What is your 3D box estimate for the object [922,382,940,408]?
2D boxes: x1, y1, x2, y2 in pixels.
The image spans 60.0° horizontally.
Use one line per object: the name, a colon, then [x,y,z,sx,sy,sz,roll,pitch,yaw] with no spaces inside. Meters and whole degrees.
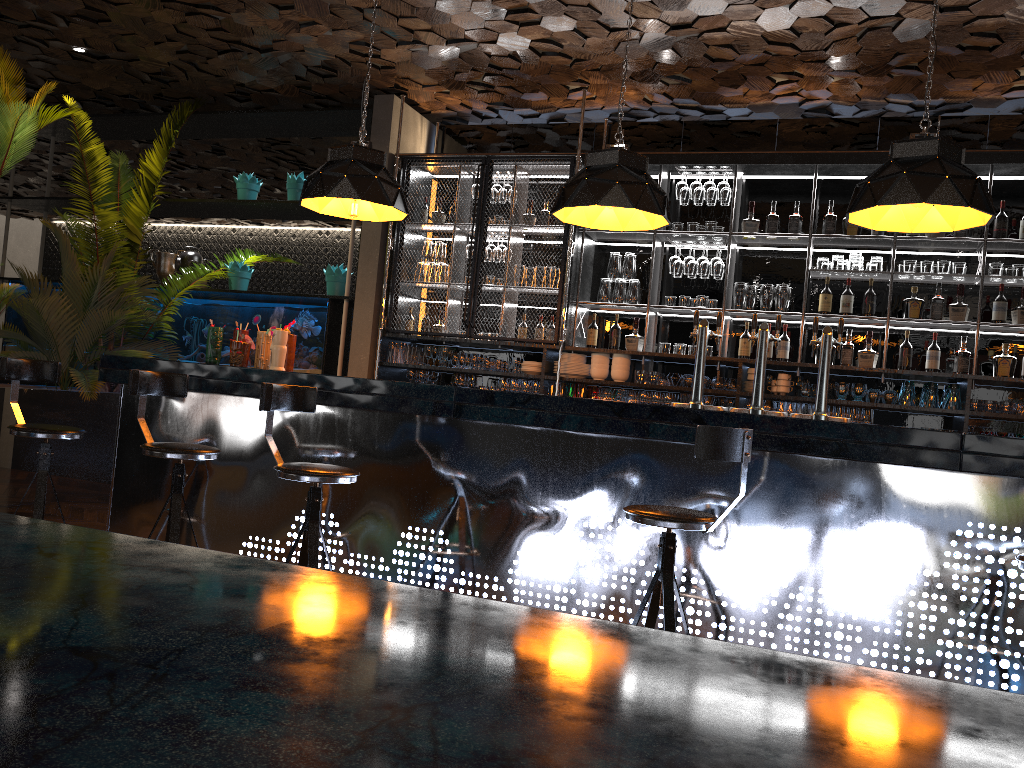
object: [2.833,0.074,5.984,0.115,0.172,0.101,5,-1,5]

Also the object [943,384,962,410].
object: [2.960,0.086,5.947,0.115,0.172,0.101,6,-1,-40]

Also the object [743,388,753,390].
object: [1.768,0.048,6.497,0.149,0.023,0.149,6,-1,-11]

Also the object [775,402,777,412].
object: [1.923,0.242,6.635,0.108,0.227,0.108,6,-1,-34]

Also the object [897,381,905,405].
object: [2.739,0.068,6.157,0.115,0.172,0.101,5,-1,30]

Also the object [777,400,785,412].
object: [1.926,0.235,6.362,0.058,0.234,0.058,6,-1,-27]

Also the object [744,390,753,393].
object: [1.766,0.058,6.497,0.149,0.022,0.149,6,-1,-11]

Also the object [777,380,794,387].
object: [1.969,0.006,6.414,0.106,0.069,0.094,6,-1,-29]

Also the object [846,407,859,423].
object: [2.380,0.278,6.211,0.091,0.229,0.091,6,-1,-43]

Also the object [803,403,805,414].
object: [2.093,0.253,6.427,0.049,0.231,0.049,6,-1,-33]

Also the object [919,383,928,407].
object: [2.872,0.080,6.106,0.115,0.172,0.101,6,-1,-40]

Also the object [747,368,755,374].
object: [1.771,-0.083,6.500,0.094,0.069,0.106,5,-1,26]

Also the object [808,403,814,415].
object: [2.113,0.253,6.284,0.049,0.231,0.049,5,-1,15]

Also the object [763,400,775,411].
object: [1.839,0.231,6.410,0.108,0.227,0.108,6,-1,-10]

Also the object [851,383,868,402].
object: [2.425,0.062,6.199,0.108,0.126,0.108,6,-1,-36]

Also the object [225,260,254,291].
object: [-2.509,-0.987,8.137,0.265,0.325,0.245,6,-1,-16]

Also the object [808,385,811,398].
object: [2.152,0.054,6.433,0.058,0.099,0.067,5,-1,23]

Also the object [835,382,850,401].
object: [2.320,0.053,6.235,0.100,0.125,0.100,6,-1,-31]

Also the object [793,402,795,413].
object: [2.024,0.246,6.437,0.058,0.234,0.058,6,-1,-37]

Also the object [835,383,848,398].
object: [2.363,0.059,6.350,0.100,0.125,0.100,6,-1,-22]

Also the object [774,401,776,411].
object: [1.881,0.237,6.521,0.108,0.227,0.108,6,-1,-15]

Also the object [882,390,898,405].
object: [2.601,0.092,6.102,0.098,0.097,0.098,6,-1,-36]

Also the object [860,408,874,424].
object: [2.470,0.286,6.177,0.091,0.229,0.091,5,-1,-8]

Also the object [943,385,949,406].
object: [3.006,0.092,6.055,0.115,0.172,0.101,5,-1,5]

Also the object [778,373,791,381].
object: [1.967,-0.039,6.405,0.094,0.068,0.106,5,-1,20]

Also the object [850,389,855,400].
object: [2.506,0.073,6.424,0.108,0.126,0.108,5,-1,-8]

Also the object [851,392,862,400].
object: [2.466,0.068,6.308,0.108,0.126,0.108,5,-1,15]

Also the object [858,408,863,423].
object: [2.455,0.287,6.303,0.091,0.229,0.091,5,-1,13]

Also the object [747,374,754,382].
object: [1.777,-0.038,6.496,0.094,0.070,0.107,6,-1,-40]

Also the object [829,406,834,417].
object: [2.277,0.271,6.370,0.091,0.229,0.091,5,-1,41]

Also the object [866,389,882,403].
object: [2.506,0.084,6.142,0.098,0.097,0.098,5,-1,-1]

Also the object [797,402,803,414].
object: [2.042,0.247,6.309,0.049,0.231,0.049,5,-1,32]

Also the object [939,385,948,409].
object: [3.041,0.097,6.177,0.115,0.172,0.101,5,-1,30]

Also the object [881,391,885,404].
object: [2.635,0.097,6.204,0.098,0.097,0.098,4,-1,45]

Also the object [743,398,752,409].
object: [1.730,0.221,6.449,0.108,0.227,0.108,5,-1,12]

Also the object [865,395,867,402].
object: [2.600,0.097,6.409,0.098,0.097,0.098,5,-1,11]

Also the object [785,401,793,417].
object: [1.983,0.240,6.351,0.058,0.234,0.058,5,-1,23]

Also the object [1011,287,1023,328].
object: [3.480,-0.522,6.028,0.123,0.279,0.123,5,-1,9]

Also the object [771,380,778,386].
object: [1.955,0.007,6.511,0.094,0.069,0.105,5,-1,-3]

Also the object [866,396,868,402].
object: [2.542,0.089,6.237,0.098,0.097,0.098,6,-1,-32]

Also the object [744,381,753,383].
object: [1.771,-0.007,6.498,0.149,0.026,0.148,5,-1,27]

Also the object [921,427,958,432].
object: [2.874,0.370,6.123,0.356,0.134,0.206,5,-1,27]

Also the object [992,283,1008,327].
object: [3.356,-0.543,6.096,0.086,0.298,0.086,6,-1,-21]

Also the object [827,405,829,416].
object: [2.197,0.262,6.274,0.091,0.229,0.091,5,-1,6]

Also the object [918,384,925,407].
object: [2.910,0.085,6.220,0.101,0.172,0.115,5,-1,25]

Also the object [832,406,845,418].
object: [2.295,0.271,6.244,0.091,0.229,0.091,6,-1,-23]

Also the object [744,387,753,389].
object: [1.769,0.037,6.497,0.149,0.023,0.149,5,-1,4]

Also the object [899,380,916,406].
object: [2.703,0.063,6.042,0.101,0.172,0.115,6,-1,-40]

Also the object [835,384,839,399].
object: [2.400,0.065,6.462,0.100,0.125,0.100,5,-1,33]

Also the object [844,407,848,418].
object: [2.367,0.279,6.337,0.091,0.229,0.091,6,-1,-38]

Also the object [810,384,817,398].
object: [2.148,0.052,6.301,0.058,0.099,0.067,6,-1,-34]

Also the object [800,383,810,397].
object: [2.078,0.045,6.285,0.067,0.099,0.058,6,-1,-25]
